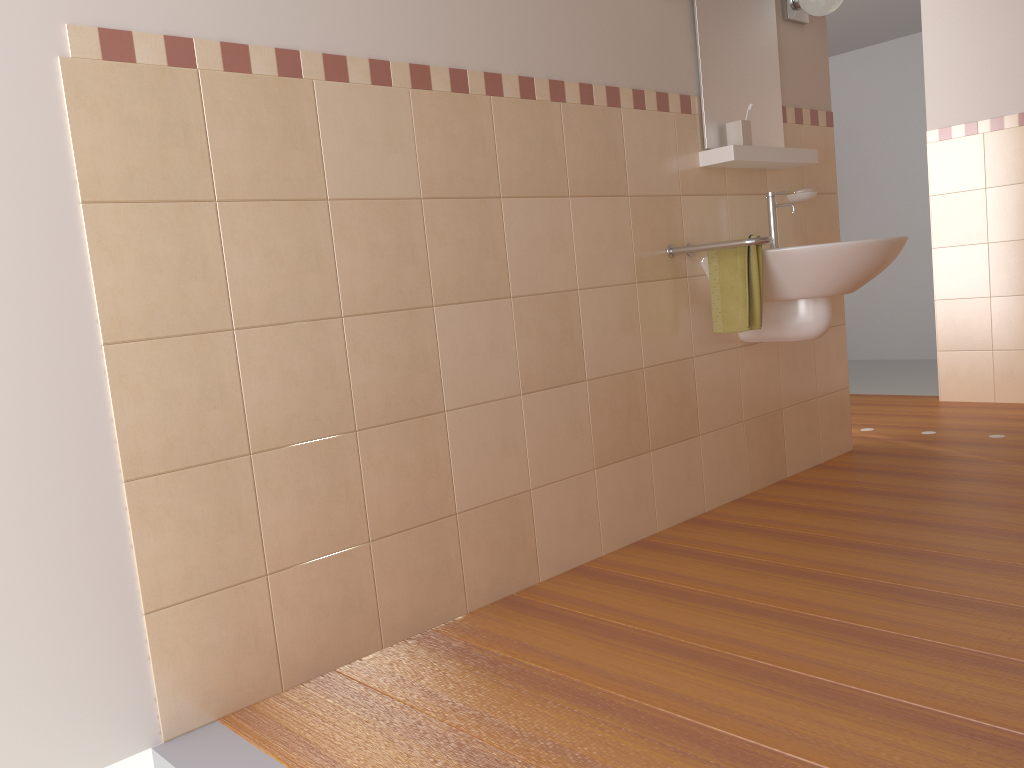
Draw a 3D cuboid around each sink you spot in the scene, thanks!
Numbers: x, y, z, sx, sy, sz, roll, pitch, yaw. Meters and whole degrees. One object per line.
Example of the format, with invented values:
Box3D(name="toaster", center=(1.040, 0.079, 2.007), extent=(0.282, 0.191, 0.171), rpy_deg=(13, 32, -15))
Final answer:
Box3D(name="sink", center=(1.046, -0.413, 3.007), extent=(0.683, 0.516, 0.539), rpy_deg=(-12, 9, -42))

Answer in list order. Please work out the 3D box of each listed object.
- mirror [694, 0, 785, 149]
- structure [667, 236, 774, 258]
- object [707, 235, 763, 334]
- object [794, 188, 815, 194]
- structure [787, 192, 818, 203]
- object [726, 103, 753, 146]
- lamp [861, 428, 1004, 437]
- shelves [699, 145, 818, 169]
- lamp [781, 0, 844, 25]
Box3D(name="mirror", center=(0.793, -1.221, 3.102), extent=(0.502, 0.799, 0.008), rpy_deg=(-12, 9, -42))
Box3D(name="structure", center=(0.662, -0.435, 2.788), extent=(0.142, 0.042, 0.333), rpy_deg=(-12, 9, -42))
Box3D(name="object", center=(0.720, -0.317, 2.837), extent=(0.085, 0.306, 0.181), rpy_deg=(-9, 7, -26))
Box3D(name="object", center=(1.108, -0.730, 3.360), extent=(0.075, 0.023, 0.050), rpy_deg=(-4, 6, 12))
Box3D(name="structure", center=(1.109, -0.708, 3.361), extent=(0.117, 0.029, 0.092), rpy_deg=(-12, 9, -42))
Box3D(name="object", center=(0.776, -0.872, 3.011), extent=(0.063, 0.149, 0.073), rpy_deg=(-12, 9, -42))
Box3D(name="lamp", center=(0.881, 0.452, 2.688), extent=(3.173, 0.001, 2.893), rpy_deg=(-12, 9, -42))
Box3D(name="shelves", center=(0.872, -0.793, 3.111), extent=(0.554, 0.050, 0.138), rpy_deg=(-12, 9, -42))
Box3D(name="lamp", center=(1.133, -1.452, 3.294), extent=(0.173, 0.173, 0.209), rpy_deg=(-12, 9, -42))
